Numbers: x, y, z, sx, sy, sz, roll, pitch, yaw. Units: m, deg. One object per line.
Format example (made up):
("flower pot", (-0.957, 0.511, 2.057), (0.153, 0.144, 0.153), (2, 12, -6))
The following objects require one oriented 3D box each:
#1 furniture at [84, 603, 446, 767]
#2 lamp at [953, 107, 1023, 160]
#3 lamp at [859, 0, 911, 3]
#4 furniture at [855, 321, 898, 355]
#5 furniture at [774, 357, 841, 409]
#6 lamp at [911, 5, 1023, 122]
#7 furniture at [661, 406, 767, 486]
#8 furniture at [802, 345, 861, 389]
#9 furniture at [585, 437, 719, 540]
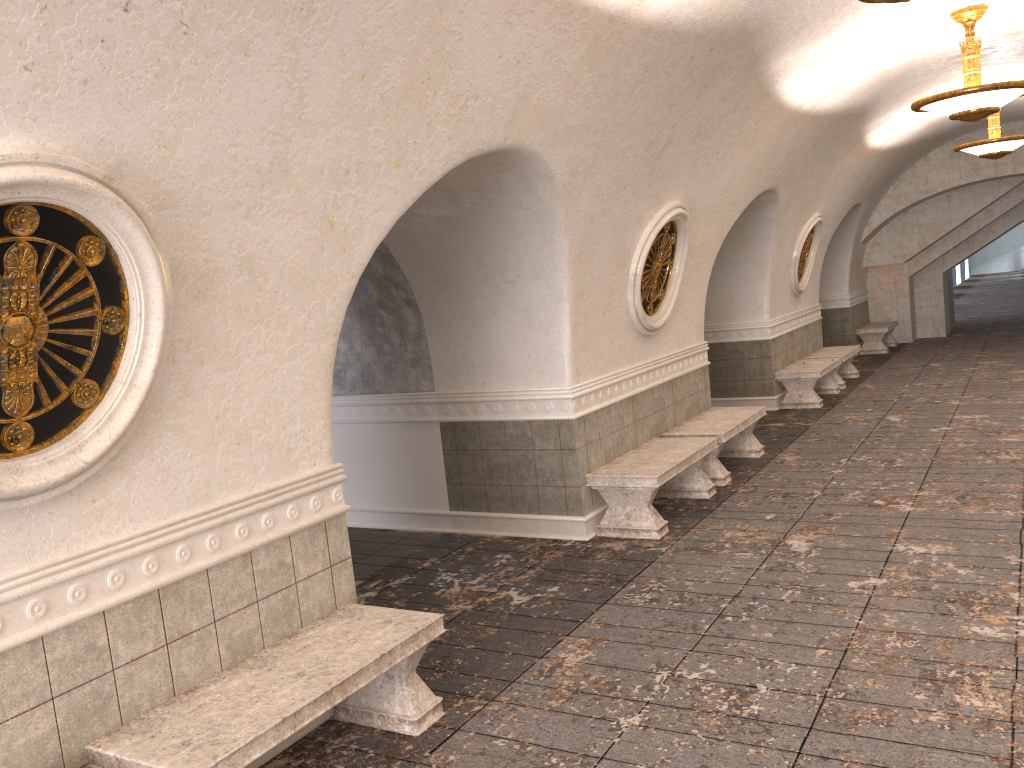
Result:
("furniture", (-0.943, 1.488, 3.845), (0.613, 0.508, 1.509), (-3, 7, 31))
("lamp", (6.478, -3.499, 11.917), (1.008, 0.955, 1.008), (-8, 6, -13))
("lamp", (1.615, -2.085, 3.693), (1.008, 0.955, 1.008), (-12, 8, -43))
("furniture", (7.417, -0.942, 17.983), (0.613, 0.508, 1.509), (-3, 7, 31))
("furniture", (4.244, -0.019, 12.617), (0.613, 0.508, 1.509), (-3, 7, 31))
("lamp", (4.046, -2.792, 7.804), (1.008, 0.955, 1.008), (-12, 8, -43))
("furniture", (2.088, 0.607, 8.972), (0.613, 0.508, 1.509), (-3, 7, 31))
("furniture", (5.090, -0.266, 14.049), (0.613, 0.508, 1.509), (-3, 7, 31))
("furniture", (1.241, 0.853, 7.540), (0.613, 0.508, 1.509), (-3, 7, 31))
